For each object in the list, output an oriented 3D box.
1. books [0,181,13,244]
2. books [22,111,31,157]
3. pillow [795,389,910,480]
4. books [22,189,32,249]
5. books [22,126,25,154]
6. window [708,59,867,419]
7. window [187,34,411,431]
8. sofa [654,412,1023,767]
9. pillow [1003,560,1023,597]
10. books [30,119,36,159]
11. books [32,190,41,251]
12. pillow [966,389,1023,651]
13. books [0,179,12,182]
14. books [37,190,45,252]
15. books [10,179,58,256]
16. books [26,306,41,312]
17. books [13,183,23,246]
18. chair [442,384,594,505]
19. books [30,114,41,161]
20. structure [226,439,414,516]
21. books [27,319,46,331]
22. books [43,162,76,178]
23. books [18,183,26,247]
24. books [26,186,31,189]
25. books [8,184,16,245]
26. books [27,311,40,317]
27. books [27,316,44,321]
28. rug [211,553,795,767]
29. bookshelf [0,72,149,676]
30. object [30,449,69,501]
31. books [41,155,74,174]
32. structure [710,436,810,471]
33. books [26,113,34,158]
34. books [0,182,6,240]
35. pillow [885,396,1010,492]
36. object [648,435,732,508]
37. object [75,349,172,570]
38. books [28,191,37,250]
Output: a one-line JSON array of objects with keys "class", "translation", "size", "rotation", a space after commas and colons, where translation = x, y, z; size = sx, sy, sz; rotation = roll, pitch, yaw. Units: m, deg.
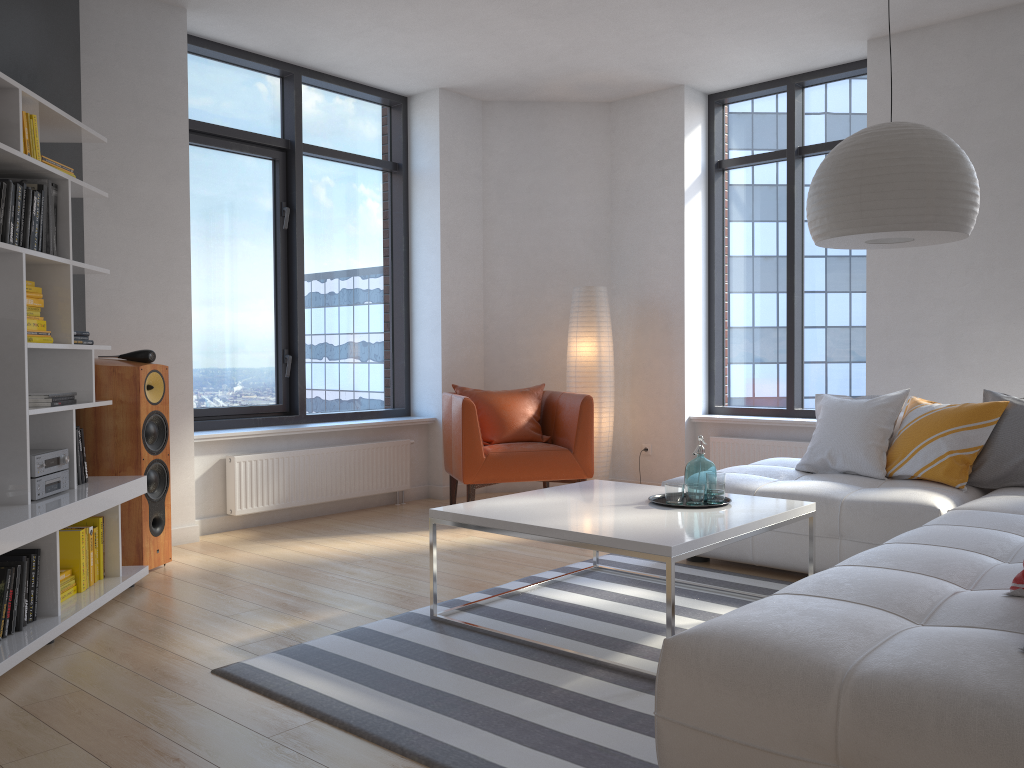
[{"class": "books", "translation": [-1.916, -0.620, 3.232], "size": [0.172, 0.242, 0.069], "rotation": [0, 2, -3]}, {"class": "books", "translation": [-1.911, -0.945, 3.372], "size": [0.132, 0.180, 0.054], "rotation": [0, 2, -3]}, {"class": "pillow", "translation": [1.958, 0.268, 3.864], "size": [0.580, 0.456, 2.156], "rotation": [-1, 2, -22]}, {"class": "books", "translation": [-1.922, -0.624, 3.374], "size": [0.172, 0.242, 0.069], "rotation": [0, 2, -3]}, {"class": "books", "translation": [-1.932, -0.966, 3.339], "size": [0.164, 0.224, 0.054], "rotation": [-1, 2, -4]}, {"class": "window", "translation": [2.020, -0.964, 6.313], "size": [1.310, 2.402, 0.170], "rotation": [1, 2, 42]}, {"class": "window", "translation": [-1.486, -0.931, 6.017], "size": [0.170, 2.402, 1.960], "rotation": [1, 2, 42]}, {"class": "sofa", "translation": [1.399, 0.560, 3.278], "size": [2.614, 0.732, 3.424], "rotation": [1, 2, 42]}, {"class": "pillow", "translation": [2.070, 0.325, 2.795], "size": [0.575, 0.449, 2.250], "rotation": [1, 2, 39]}, {"class": "books", "translation": [-1.895, -0.936, 3.412], "size": [0.108, 0.161, 0.046], "rotation": [-1, 2, -5]}, {"class": "books", "translation": [-1.951, -0.631, 3.460], "size": [0.191, 0.249, 0.084], "rotation": [0, 2, -3]}, {"class": "pillow", "translation": [1.758, 0.293, 2.943], "size": [0.647, 0.453, 2.953], "rotation": [0, 2, 29]}, {"class": "books", "translation": [-1.943, -0.628, 3.253], "size": [0.192, 0.254, 0.075], "rotation": [-1, 2, -4]}, {"class": "books", "translation": [-1.954, -0.637, 3.493], "size": [0.197, 0.260, 0.066], "rotation": [0, 2, -3]}, {"class": "books", "translation": [-1.988, -0.665, 3.588], "size": [0.259, 0.321, 0.128], "rotation": [0, 2, -3]}, {"class": "books", "translation": [-1.989, -0.297, 3.470], "size": [0.171, 0.019, 0.239], "rotation": [0, 2, -3]}, {"class": "books", "translation": [-1.945, -0.628, 3.317], "size": [0.191, 0.249, 0.084], "rotation": [0, 2, -3]}, {"class": "chair", "translation": [-0.003, 0.430, 5.967], "size": [0.896, 0.858, 0.843], "rotation": [-1, 2, -16]}, {"class": "books", "translation": [-1.911, -0.949, 3.434], "size": [0.141, 0.184, 0.064], "rotation": [0, 2, -2]}, {"class": "structure", "translation": [-1.208, 0.642, 5.865], "size": [0.110, 0.460, 1.474], "rotation": [1, 2, 42]}, {"class": "books", "translation": [-1.977, -0.231, 3.472], "size": [0.189, 0.042, 0.243], "rotation": [0, 2, -3]}, {"class": "books", "translation": [-1.965, -0.877, 3.666], "size": [0.194, 0.028, 0.257], "rotation": [0, 2, 2]}, {"class": "books", "translation": [-1.948, -0.633, 3.351], "size": [0.197, 0.260, 0.066], "rotation": [0, 2, -3]}, {"class": "books", "translation": [-1.949, -0.632, 3.396], "size": [0.192, 0.254, 0.075], "rotation": [-1, 2, -4]}, {"class": "books", "translation": [-1.939, -0.622, 3.280], "size": [0.179, 0.243, 0.068], "rotation": [-1, 2, -5]}, {"class": "books", "translation": [-1.971, -0.277, 3.459], "size": [0.145, 0.023, 0.217], "rotation": [0, 2, 1]}, {"class": "books", "translation": [-1.991, -0.259, 3.468], "size": [0.189, 0.014, 0.251], "rotation": [0, 2, 0]}, {"class": "rug", "translation": [0.385, 0.927, 3.259], "size": [1.662, 0.016, 2.326], "rotation": [1, 2, 41]}, {"class": "bookshelf", "translation": [-1.837, -0.058, 2.592], "size": [0.455, 2.052, 3.000], "rotation": [0, 2, -3]}, {"class": "object", "translation": [-1.936, 0.357, 3.496], "size": [0.270, 0.174, 0.285], "rotation": [0, 2, -3]}, {"class": "books", "translation": [-1.974, -0.902, 3.662], "size": [0.203, 0.024, 0.257], "rotation": [0, 2, 0]}, {"class": "structure", "translation": [1.835, 0.615, 6.090], "size": [1.015, 0.460, 0.110], "rotation": [1, 2, 42]}, {"class": "books", "translation": [-1.906, -0.945, 3.392], "size": [0.128, 0.178, 0.044], "rotation": [-1, 2, -4]}, {"class": "books", "translation": [-1.926, -0.616, 3.196], "size": [0.169, 0.233, 0.081], "rotation": [-1, 2, -4]}, {"class": "pillow", "translation": [2.013, 0.294, 3.550], "size": [0.630, 0.440, 2.095], "rotation": [0, 2, -1]}, {"class": "object", "translation": [0.715, 0.344, 3.572], "size": [0.330, 0.265, 0.330], "rotation": [-1, 2, -24]}, {"class": "object", "translation": [-1.946, 0.376, 4.366], "size": [0.434, 1.088, 0.290], "rotation": [0, 2, 12]}, {"class": "books", "translation": [-1.938, -0.628, 3.422], "size": [0.179, 0.243, 0.071], "rotation": [-1, 2, -4]}]
